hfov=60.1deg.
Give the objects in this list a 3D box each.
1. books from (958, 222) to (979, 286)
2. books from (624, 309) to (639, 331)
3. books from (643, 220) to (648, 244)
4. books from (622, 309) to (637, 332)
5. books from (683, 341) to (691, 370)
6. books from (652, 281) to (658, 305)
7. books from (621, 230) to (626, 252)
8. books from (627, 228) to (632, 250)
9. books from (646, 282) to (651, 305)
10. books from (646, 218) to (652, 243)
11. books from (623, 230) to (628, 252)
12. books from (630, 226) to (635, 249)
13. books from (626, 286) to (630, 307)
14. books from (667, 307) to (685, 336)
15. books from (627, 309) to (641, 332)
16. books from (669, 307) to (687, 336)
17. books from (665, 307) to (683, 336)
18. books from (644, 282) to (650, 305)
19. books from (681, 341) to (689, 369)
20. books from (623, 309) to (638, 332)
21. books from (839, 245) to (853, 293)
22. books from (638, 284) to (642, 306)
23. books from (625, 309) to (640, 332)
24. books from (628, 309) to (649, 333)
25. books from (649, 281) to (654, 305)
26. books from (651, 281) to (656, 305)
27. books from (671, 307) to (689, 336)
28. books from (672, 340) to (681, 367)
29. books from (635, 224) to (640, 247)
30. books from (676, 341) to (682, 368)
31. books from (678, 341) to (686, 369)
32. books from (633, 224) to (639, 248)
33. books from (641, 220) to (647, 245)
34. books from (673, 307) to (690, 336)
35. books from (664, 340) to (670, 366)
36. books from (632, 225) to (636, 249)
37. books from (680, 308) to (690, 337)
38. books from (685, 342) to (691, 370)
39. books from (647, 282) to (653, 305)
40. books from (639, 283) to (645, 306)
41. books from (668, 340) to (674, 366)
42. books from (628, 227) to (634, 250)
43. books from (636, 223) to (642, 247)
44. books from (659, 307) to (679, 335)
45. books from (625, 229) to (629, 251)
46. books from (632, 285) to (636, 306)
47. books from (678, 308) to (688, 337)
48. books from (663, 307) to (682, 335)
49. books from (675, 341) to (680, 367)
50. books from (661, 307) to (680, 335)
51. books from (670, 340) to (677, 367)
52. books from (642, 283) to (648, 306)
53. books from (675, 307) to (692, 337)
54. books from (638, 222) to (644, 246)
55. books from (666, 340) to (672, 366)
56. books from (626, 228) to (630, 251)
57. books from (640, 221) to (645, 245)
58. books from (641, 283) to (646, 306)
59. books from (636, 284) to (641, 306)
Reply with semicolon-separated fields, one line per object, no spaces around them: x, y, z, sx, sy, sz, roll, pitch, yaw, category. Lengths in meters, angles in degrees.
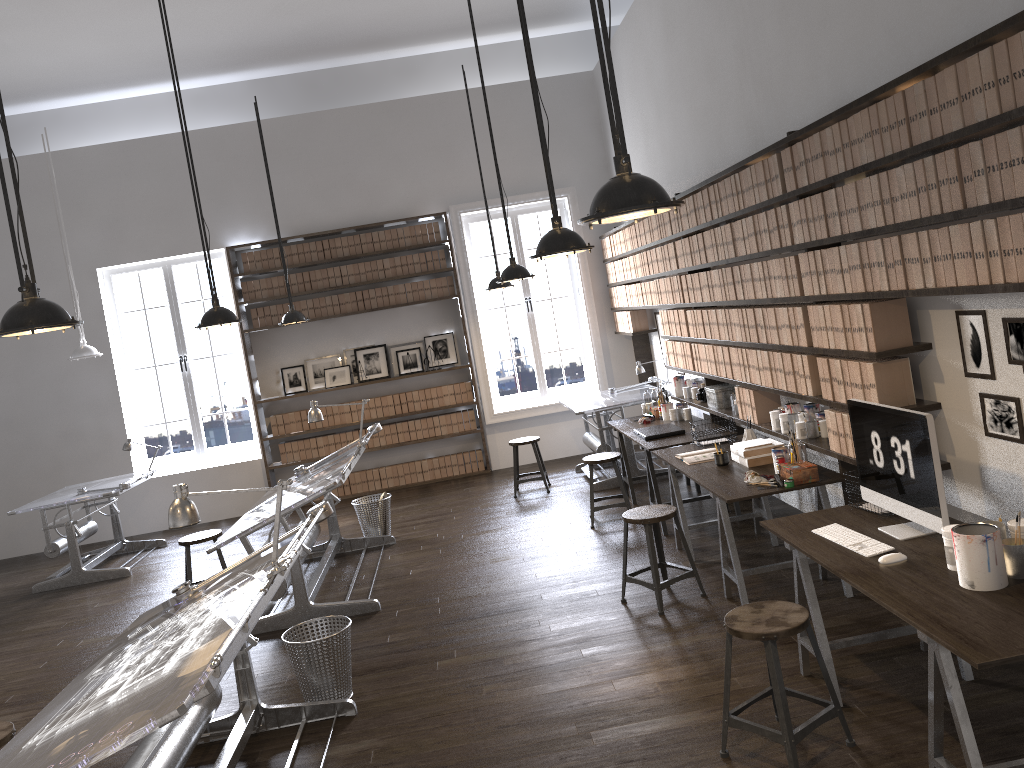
1.710;-0.476;3.165;0.174;0.225;0.067;-10;2;-4;books
1.305;-0.673;9.430;0.174;0.225;0.067;-10;2;-4;books
1.277;-1.369;7.899;0.174;0.225;0.067;-10;2;-4;books
1.291;-0.682;9.564;0.174;0.225;0.067;-10;2;-4;books
1.509;-0.243;7.249;0.174;0.225;0.067;-10;2;-4;books
1.365;-0.826;7.931;0.174;0.225;0.067;-10;2;-4;books
1.203;-1.442;8.875;0.174;0.225;0.067;-10;2;-4;books
1.222;-1.420;8.594;0.174;0.225;0.067;-10;2;-4;books
1.350;-0.847;8.200;0.174;0.225;0.067;-10;2;-4;books
1.284;-1.359;7.763;0.174;0.225;0.067;-10;2;-4;books
1.212;-1.437;8.805;0.174;0.225;0.067;-10;2;-4;books
1.236;-1.411;8.459;0.174;0.225;0.067;-10;2;-4;books
1.280;-0.916;9.124;0.174;0.225;0.067;-10;2;-4;books
1.439;-0.536;7.597;0.174;0.225;0.067;-10;2;-4;books
1.317;-0.663;9.294;0.174;0.225;0.067;-10;2;-4;books
1.445;-0.531;7.526;0.174;0.225;0.067;-10;2;-4;books
1.429;-0.540;7.663;0.174;0.225;0.067;-10;2;-4;books
1.345;-0.853;8.271;0.174;0.225;0.067;-10;2;-4;books
1.500;-0.246;7.312;0.174;0.225;0.067;-10;2;-4;books
1.298;-0.677;9.492;0.174;0.225;0.067;-10;2;-4;books
1.642;-0.549;4.137;0.174;0.225;0.067;-10;2;-4;books
1.324;-0.874;8.561;0.174;0.225;0.067;-10;2;-4;books
1.305;-0.667;9.363;0.174;0.225;0.067;-10;2;-4;books
1.320;-0.657;9.224;0.174;0.225;0.067;-10;2;-4;books
1.358;-0.837;8.066;0.174;0.225;0.067;-10;2;-4;books
1.361;-0.832;8.003;0.174;0.225;0.067;-10;2;-4;books
1.446;-0.525;7.455;0.174;0.225;0.067;-10;2;-4;books
1.484;-0.269;7.596;0.174;0.225;0.067;-10;2;-4;books
1.254;-1.395;8.245;0.174;0.225;0.067;-10;2;-4;books
1.493;-0.258;7.457;0.174;0.225;0.067;-10;2;-4;books
1.495;-0.252;7.384;0.174;0.225;0.067;-10;2;-4;books
1.243;-1.400;8.319;0.174;0.225;0.067;-10;2;-4;books
1.268;-1.373;7.965;0.174;0.225;0.067;-10;2;-4;books
1.456;-0.520;7.384;0.174;0.225;0.067;-10;2;-4;books
1.460;-0.288;7.867;0.174;0.225;0.067;-10;2;-4;books
1.243;-1.406;8.394;0.174;0.225;0.067;-10;2;-4;books
1.469;-0.503;7.160;0.174;0.225;0.067;-10;2;-4;books
1.516;-0.238;7.184;0.174;0.225;0.067;-10;2;-4;books
1.349;-0.841;8.132;0.174;0.225;0.067;-10;2;-4;books
1.324;-0.868;8.487;0.174;0.225;0.067;-10;2;-4;books
1.472;-0.279;7.738;0.174;0.225;0.067;-10;2;-4;books
1.227;-1.415;8.521;0.174;0.225;0.067;-10;2;-4;books
1.254;-1.389;8.174;0.174;0.225;0.067;-10;2;-4;books
1.415;-0.555;7.865;0.174;0.225;0.067;-10;2;-4;books
1.219;-1.432;8.736;0.174;0.225;0.067;-10;2;-4;books
1.301;-0.894;8.833;0.174;0.225;0.067;-10;2;-4;books
1.466;-0.509;7.236;0.174;0.225;0.067;-10;2;-4;books
1.429;-0.546;7.730;0.174;0.225;0.067;-10;2;-4;books
1.491;-0.264;7.527;0.174;0.225;0.067;-10;2;-4;books
1.422;-0.550;7.793;0.174;0.225;0.067;-10;2;-4;books
1.476;-0.273;7.666;0.174;0.225;0.067;-10;2;-4;books
1.335;-0.857;8.341;0.174;0.225;0.067;-10;2;-4;books
1.456;-0.514;7.309;0.174;0.225;0.067;-10;2;-4;books
1.264;-1.385;8.103;0.174;0.225;0.067;-10;2;-4;books
1.469;-0.284;7.801;0.174;0.225;0.067;-10;2;-4;books
1.220;-1.426;8.666;0.174;0.225;0.067;-10;2;-4;books
1.269;-1.379;8.033;0.174;0.225;0.067;-10;2;-4;books
1.335;-0.863;8.412;0.174;0.225;0.067;-10;2;-4;books
1.317;-0.879;8.626;0.174;0.225;0.067;-10;2;-4;books
